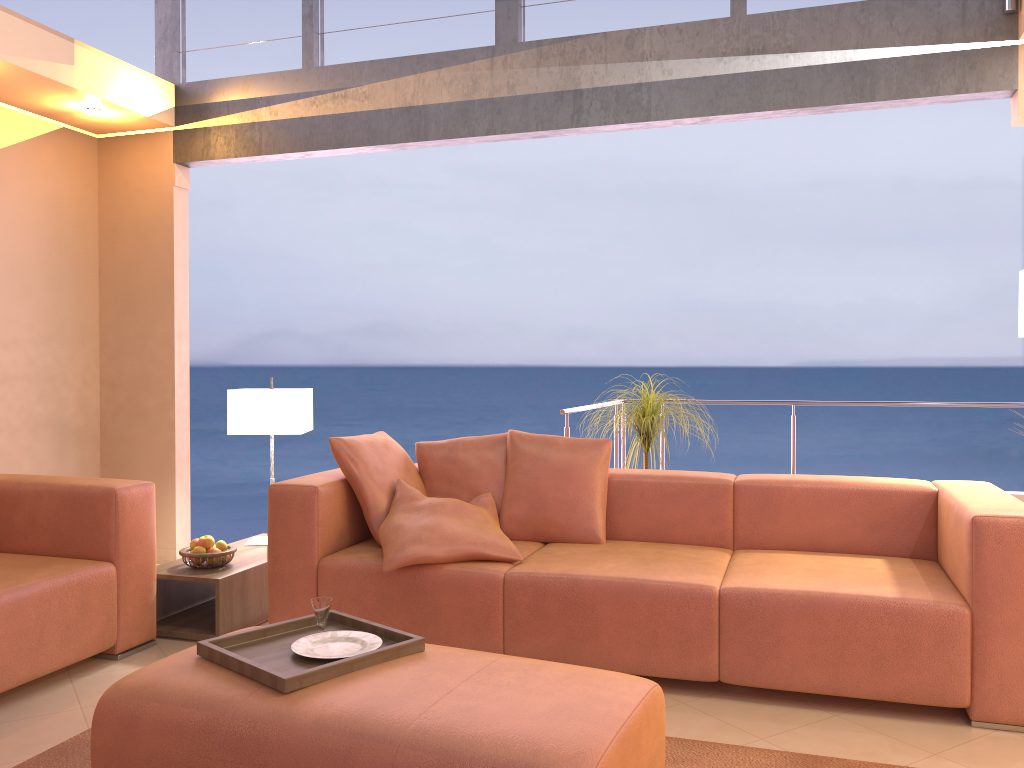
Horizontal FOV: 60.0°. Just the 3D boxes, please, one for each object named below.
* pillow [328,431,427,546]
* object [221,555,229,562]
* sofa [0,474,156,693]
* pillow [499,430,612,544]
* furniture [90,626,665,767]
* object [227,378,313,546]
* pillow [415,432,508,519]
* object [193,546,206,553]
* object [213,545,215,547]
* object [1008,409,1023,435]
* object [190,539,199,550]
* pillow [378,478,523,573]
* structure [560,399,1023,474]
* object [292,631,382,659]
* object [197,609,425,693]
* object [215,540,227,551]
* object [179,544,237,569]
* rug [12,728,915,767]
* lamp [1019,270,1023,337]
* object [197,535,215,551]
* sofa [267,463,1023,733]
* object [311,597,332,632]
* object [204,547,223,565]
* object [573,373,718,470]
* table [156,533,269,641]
[{"bbox_3d":[-0.532,0.439,3.788,0.314,0.455,0.519,0,1,14],"label":"pillow"},{"bbox_3d":[-1.238,0.744,3.810,0.046,0.046,0.055,0,1,-4],"label":"object"},{"bbox_3d":[-2.280,0.731,2.424,0.943,0.672,2.781,0,1,18],"label":"sofa"},{"bbox_3d":[0.181,0.434,3.750,0.470,0.468,0.211,0,1,13],"label":"pillow"},{"bbox_3d":[-0.319,0.867,2.226,1.291,0.301,0.685,0,1,23],"label":"furniture"},{"bbox_3d":[-1.171,0.368,4.330,0.344,0.799,0.344,0,1,-3],"label":"object"},{"bbox_3d":[-0.191,0.431,3.874,0.492,0.446,0.255,0,1,1],"label":"pillow"},{"bbox_3d":[-1.316,0.706,3.733,0.055,0.047,0.045,0,1,-5],"label":"object"},{"bbox_3d":[-1.296,0.728,3.825,0.077,0.065,0.076,0,1,29],"label":"object"},{"bbox_3d":[2.076,0.286,2.796,0.700,0.634,0.703,0,1,-26],"label":"object"},{"bbox_3d":[-1.353,0.686,3.798,0.047,0.046,0.054,0,1,4],"label":"object"},{"bbox_3d":[-0.268,0.536,3.492,0.517,0.292,0.514,0,1,-13],"label":"pillow"},{"bbox_3d":[2.438,0.395,4.689,4.176,0.541,1.663,0,1,18],"label":"structure"},{"bbox_3d":[-0.468,0.703,2.371,0.240,0.018,0.240,0,1,-18],"label":"object"},{"bbox_3d":[-0.535,0.700,2.368,0.421,0.034,0.436,1,1,43],"label":"object"},{"bbox_3d":[-1.246,0.696,3.801,0.045,0.053,0.051,1,1,41],"label":"object"},{"bbox_3d":[-1.301,0.742,3.799,0.235,0.071,0.235,0,1,10],"label":"object"},{"bbox_3d":[-0.181,1.070,1.902,2.626,0.005,1.833,0,1,18],"label":"rug"},{"bbox_3d":[2.291,0.249,3.479,0.454,1.578,0.454,0,1,18],"label":"lamp"},{"bbox_3d":[-1.304,0.679,3.778,0.069,0.061,0.068,0,1,-21],"label":"object"},{"bbox_3d":[0.470,0.711,3.501,2.781,0.672,0.943,0,1,18],"label":"sofa"},{"bbox_3d":[-0.547,0.665,2.548,0.061,0.091,0.061,0,1,2],"label":"object"},{"bbox_3d":[-1.264,0.729,3.758,0.074,0.076,0.072,0,1,28],"label":"object"},{"bbox_3d":[0.680,0.487,4.527,0.703,1.088,0.729,0,1,-13],"label":"object"},{"bbox_3d":[-1.225,0.907,4.049,0.412,0.268,0.918,0,1,18],"label":"table"}]
